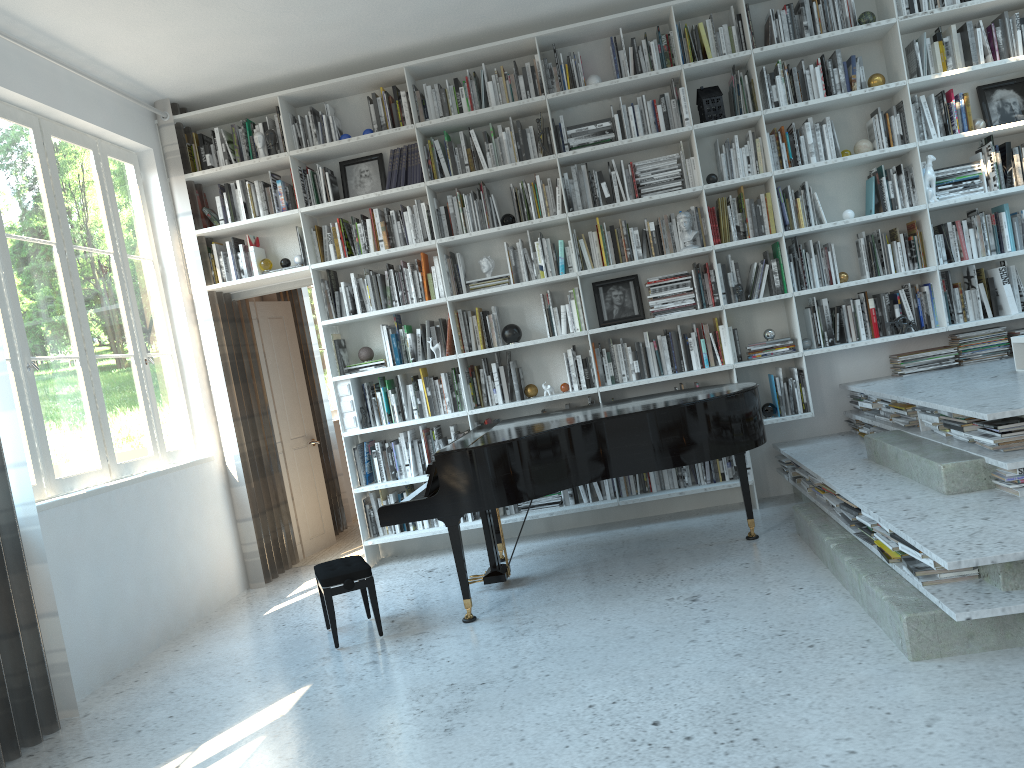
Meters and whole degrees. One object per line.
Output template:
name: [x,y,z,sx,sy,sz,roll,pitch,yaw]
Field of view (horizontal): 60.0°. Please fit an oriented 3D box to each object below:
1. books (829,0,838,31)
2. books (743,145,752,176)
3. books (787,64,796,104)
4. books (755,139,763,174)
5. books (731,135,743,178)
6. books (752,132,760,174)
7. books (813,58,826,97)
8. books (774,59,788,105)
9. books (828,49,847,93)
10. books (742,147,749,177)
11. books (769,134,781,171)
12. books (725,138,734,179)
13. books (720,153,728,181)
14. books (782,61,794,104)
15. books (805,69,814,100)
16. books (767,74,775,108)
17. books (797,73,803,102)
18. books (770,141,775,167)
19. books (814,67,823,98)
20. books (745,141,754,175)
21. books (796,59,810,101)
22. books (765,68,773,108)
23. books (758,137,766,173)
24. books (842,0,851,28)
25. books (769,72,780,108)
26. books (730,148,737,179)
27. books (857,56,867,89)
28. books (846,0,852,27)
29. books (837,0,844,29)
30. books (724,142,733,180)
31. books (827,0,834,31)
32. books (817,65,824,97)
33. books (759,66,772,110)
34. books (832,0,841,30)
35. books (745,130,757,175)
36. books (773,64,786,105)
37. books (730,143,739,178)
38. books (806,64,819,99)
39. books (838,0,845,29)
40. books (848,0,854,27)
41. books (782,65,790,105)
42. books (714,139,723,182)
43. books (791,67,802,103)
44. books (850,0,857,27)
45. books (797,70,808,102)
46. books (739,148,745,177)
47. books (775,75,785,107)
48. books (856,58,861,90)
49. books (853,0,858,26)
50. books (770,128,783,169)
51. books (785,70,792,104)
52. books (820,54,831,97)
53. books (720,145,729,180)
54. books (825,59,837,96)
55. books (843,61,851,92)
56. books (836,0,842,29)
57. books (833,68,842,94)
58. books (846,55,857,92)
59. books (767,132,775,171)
books: [1.953,-2.227,5.432,0.024,0.252,0.149,-10,2,7]
books: [1.464,-1.372,5.535,0.029,0.211,0.157,-10,2,7]
books: [1.725,-1.826,5.498,0.012,0.277,0.133,-10,2,7]
books: [1.528,-1.392,5.516,0.028,0.230,0.176,-10,2,7]
books: [1.402,-1.393,5.526,0.028,0.275,0.186,-10,2,7]
books: [1.509,-1.414,5.534,0.025,0.277,0.173,-10,2,7]
books: [1.893,-1.849,5.459,0.012,0.265,0.156,-10,2,7]
books: [1.668,-1.830,5.484,0.014,0.307,0.152,-10,2,7]
books: [1.997,-1.878,5.430,0.029,0.285,0.183,-10,2,7]
books: [1.445,-1.361,5.537,0.027,0.196,0.185,-10,2,7]
books: [1.632,-1.419,5.534,0.030,0.242,0.138,-10,2,7]
books: [1.363,-1.387,5.559,0.019,0.275,0.145,-10,2,7]
books: [1.319,-1.333,5.552,0.028,0.185,0.181,-10,2,7]
books: [1.707,-1.832,5.494,0.021,0.296,0.138,-10,2,7]
books: [1.828,-1.813,5.480,0.025,0.216,0.144,-10,2,7]
books: [1.601,-1.784,5.508,0.012,0.240,0.138,-10,2,7]
books: [1.770,-1.802,5.489,0.014,0.215,0.132,-10,2,7]
books: [1.615,-1.400,5.542,0.013,0.210,0.140,-10,2,7]
books: [1.870,-1.816,5.448,0.021,0.209,0.180,-10,2,7]
books: [1.481,-1.387,5.539,0.024,0.234,0.149,-10,2,7]
books: [1.804,-1.843,5.483,0.013,0.284,0.154,-10,2,7]
books: [1.587,-1.803,5.515,0.011,0.280,0.133,-10,2,7]
books: [1.547,-1.401,5.529,0.026,0.238,0.173,-10,2,7]
books: [2.019,-2.261,5.414,0.013,0.297,0.188,-10,2,7]
books: [1.618,-1.789,5.500,0.026,0.243,0.148,-10,2,7]
books: [1.380,-1.355,5.558,0.023,0.207,0.170,-10,2,7]
books: [2.133,-1.875,5.444,0.026,0.229,0.140,-10,2,7]
books: [2.030,-2.253,5.407,0.008,0.279,0.180,-10,2,7]
books: [1.990,-2.257,5.429,0.019,0.299,0.137,-10,2,7]
books: [1.351,-1.372,5.561,0.028,0.250,0.164,-10,2,7]
books: [1.936,-2.235,5.434,0.008,0.275,0.163,-10,2,7]
books: [1.886,-1.826,5.460,0.011,0.222,0.159,-10,2,7]
books: [1.573,-1.802,5.496,0.012,0.285,0.159,-10,2,7]
books: [1.963,-2.256,5.420,0.008,0.307,0.182,-10,2,7]
books: [1.493,-1.419,5.537,0.028,0.293,0.154,-10,2,7]
books: [1.658,-1.817,5.492,0.011,0.283,0.172,-10,2,7]
books: [1.391,-1.372,5.551,0.023,0.236,0.178,-10,2,7]
books: [1.848,-1.827,5.465,0.023,0.237,0.149,-10,2,7]
books: [2.003,-2.271,5.444,0.008,0.321,0.133,-10,2,7]
books: [2.050,-2.225,5.420,0.018,0.214,0.157,-10,2,7]
books: [1.683,-1.813,5.482,0.010,0.269,0.166,-10,2,7]
books: [1.300,-1.381,5.573,0.018,0.285,0.159,-10,2,7]
books: [1.745,-1.811,5.473,0.027,0.241,0.160,-10,2,7]
books: [2.064,-2.224,5.409,0.014,0.209,0.188,-10,2,7]
books: [1.790,-1.810,5.490,0.028,0.223,0.142,-10,2,7]
books: [1.426,-1.357,5.537,0.024,0.195,0.172,-10,2,7]
books: [1.645,-1.775,5.479,0.026,0.208,0.181,-10,2,7]
books: [2.096,-1.861,5.431,0.048,0.216,0.182,-10,2,7]
books: [2.066,-2.274,5.407,0.006,0.306,0.163,-10,2,7]
books: [1.650,-1.441,5.526,0.014,0.278,0.153,-10,2,7]
books: [1.697,-1.800,5.491,0.012,0.236,0.165,-10,2,7]
books: [1.923,-1.865,5.467,0.012,0.285,0.159,-10,2,7]
books: [1.335,-1.365,5.568,0.024,0.243,0.159,-10,2,7]
books: [1.946,-1.845,5.447,0.030,0.238,0.185,-10,2,7]
books: [2.034,-1.848,5.443,0.030,0.213,0.156,-10,2,7]
books: [1.979,-2.234,5.426,0.014,0.259,0.149,-10,2,7]
books: [1.980,-1.822,5.449,0.027,0.182,0.176,-10,2,7]
books: [2.071,-1.866,5.425,0.054,0.235,0.171,-10,2,7]
books: [1.587,-1.415,5.516,0.028,0.251,0.190,-10,2,7]
